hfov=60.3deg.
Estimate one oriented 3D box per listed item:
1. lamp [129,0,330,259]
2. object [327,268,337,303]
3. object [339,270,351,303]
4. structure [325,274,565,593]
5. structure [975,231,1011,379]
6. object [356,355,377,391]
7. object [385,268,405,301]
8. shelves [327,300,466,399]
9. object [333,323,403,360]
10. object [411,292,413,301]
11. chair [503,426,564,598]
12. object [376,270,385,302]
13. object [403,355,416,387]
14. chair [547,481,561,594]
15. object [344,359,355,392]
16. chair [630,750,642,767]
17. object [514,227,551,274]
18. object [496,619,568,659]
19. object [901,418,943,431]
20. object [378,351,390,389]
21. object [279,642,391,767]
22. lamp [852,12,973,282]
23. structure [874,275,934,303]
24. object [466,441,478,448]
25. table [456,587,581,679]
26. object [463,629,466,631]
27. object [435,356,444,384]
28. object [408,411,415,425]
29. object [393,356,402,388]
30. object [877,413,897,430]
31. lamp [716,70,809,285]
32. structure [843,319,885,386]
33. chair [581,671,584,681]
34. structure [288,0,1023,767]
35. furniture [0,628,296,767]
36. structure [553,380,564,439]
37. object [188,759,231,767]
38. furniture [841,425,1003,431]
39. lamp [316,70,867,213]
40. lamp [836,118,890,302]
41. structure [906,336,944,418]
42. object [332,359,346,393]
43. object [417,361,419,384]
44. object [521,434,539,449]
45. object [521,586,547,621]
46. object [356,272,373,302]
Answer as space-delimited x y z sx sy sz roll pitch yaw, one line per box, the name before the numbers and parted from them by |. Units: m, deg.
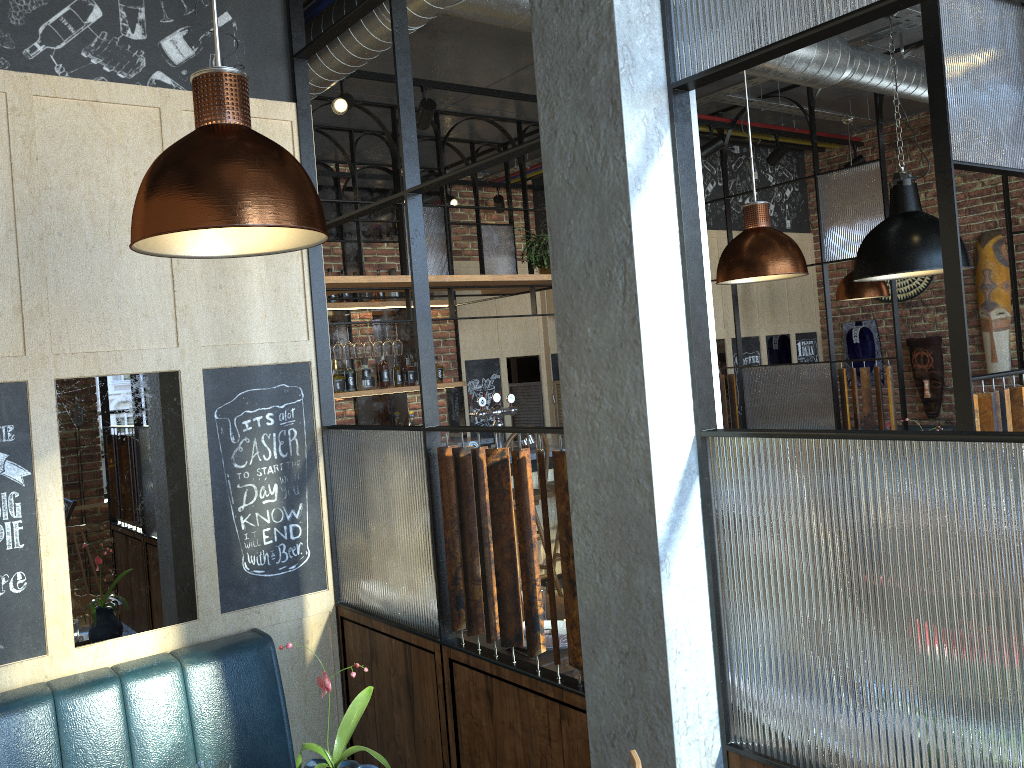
lamp | -0.581 -0.928 1.668 0.382 1.335 0.354 -5 -1 26
object | -1.434 -0.776 6.981 0.072 0.284 0.079 -4 -1 -36
object | -1.339 -0.773 7.024 0.074 0.263 0.082 -4 -1 -36
structure | -0.698 0.409 6.385 2.237 2.174 1.817 -5 0 -37
structure | 3.614 -0.595 6.627 0.089 1.120 0.242 -4 -1 -37
object | -1.170 -0.091 7.057 0.163 0.283 0.127 -5 0 -23
object | -0.972 -0.820 7.286 0.163 0.283 0.127 -5 0 -23
shelves | -1.386 -0.269 7.204 2.027 0.746 0.631 -5 1 -36
object | -0.907 -0.271 5.560 0.476 0.208 0.069 -5 0 -36
object | -0.832 -0.824 7.400 0.063 0.263 0.069 -4 -1 -43
chair | 0.019 0.862 5.602 0.415 1.195 0.431 -4 -1 -43
object | -1.085 -0.799 7.216 0.063 0.263 0.069 -4 -1 -37
object | -0.855 -0.111 7.292 0.074 0.263 0.082 -4 -1 -36
chair | 0.475 0.817 5.934 0.417 1.195 0.429 -4 0 -33
object | -1.292 -0.080 6.995 0.072 0.284 0.079 -4 -1 -36
chair | 0.020 1.058 1.307 0.472 1.006 0.511 -5 0 45
object | 0.361 -0.951 6.263 0.632 0.369 0.478 -4 1 31
object | 0.121 0.763 2.714 0.311 0.051 0.281 -6 1 -33
object | 2.063 0.377 4.358 0.212 0.431 0.140 -5 0 -17
object | -1.047 -0.113 7.171 0.083 0.303 0.088 -5 0 -18
object | -0.364 0.756 1.866 0.212 0.431 0.140 -5 0 -17
lamp | 1.928 -1.201 4.383 0.511 1.326 0.547 -5 0 -24
structure | 3.133 -0.979 7.240 0.075 0.619 0.692 -4 0 -40
object | -0.456 0.463 5.730 0.734 0.106 0.209 -6 1 -36
table | -0.006 1.159 2.891 0.718 0.727 0.783 -5 0 -37
object | -0.151 0.709 2.906 0.096 0.192 0.101 -5 0 -17
object | -0.640 -0.118 7.432 0.093 0.235 0.137 -5 0 39
object | -0.962 0.381 7.140 0.469 0.288 0.092 -5 0 -35
object | -0.944 -0.103 7.230 0.069 0.263 0.063 -5 -1 34
object | 2.638 0.413 6.159 0.153 0.427 0.193 -5 0 31
lamp | 0.994 -1.104 3.706 0.382 1.335 0.354 -5 -1 26
structure | 2.969 -0.259 7.501 0.109 0.559 0.338 -4 0 -37
chair | 0.237 1.048 2.587 0.389 0.915 0.543 -5 0 -33
structure | 0.409 -0.216 4.643 6.305 3.326 5.587 -4 1 37
furniture | -0.847 1.204 1.788 1.380 0.822 1.557 -5 1 -37
structure | -0.423 0.587 5.917 1.319 0.994 4.809 -4 1 27
object | -0.626 0.897 1.832 0.102 0.192 0.095 -5 0 24
furniture | 2.722 0.797 6.801 1.427 0.822 1.507 -5 1 -37
lamp | 0.777 -1.635 4.487 6.913 0.274 6.541 -6 2 -37
lamp | 2.539 -1.295 6.521 0.351 1.335 0.385 -4 -1 -44
structure | 3.319 -0.049 7.048 0.153 0.655 0.272 -4 0 -37
object | -1.378 -0.061 6.901 0.112 0.265 0.122 -4 0 -36
object | -0.758 -0.155 7.390 0.074 0.330 0.077 -5 -1 -13
object | 0.128 0.410 6.266 0.094 0.091 0.171 -5 1 27
object | 0.075 0.727 2.879 0.084 0.119 0.085 -5 0 -6
object | -1.196 -0.789 7.122 0.112 0.265 0.122 -4 0 -36
